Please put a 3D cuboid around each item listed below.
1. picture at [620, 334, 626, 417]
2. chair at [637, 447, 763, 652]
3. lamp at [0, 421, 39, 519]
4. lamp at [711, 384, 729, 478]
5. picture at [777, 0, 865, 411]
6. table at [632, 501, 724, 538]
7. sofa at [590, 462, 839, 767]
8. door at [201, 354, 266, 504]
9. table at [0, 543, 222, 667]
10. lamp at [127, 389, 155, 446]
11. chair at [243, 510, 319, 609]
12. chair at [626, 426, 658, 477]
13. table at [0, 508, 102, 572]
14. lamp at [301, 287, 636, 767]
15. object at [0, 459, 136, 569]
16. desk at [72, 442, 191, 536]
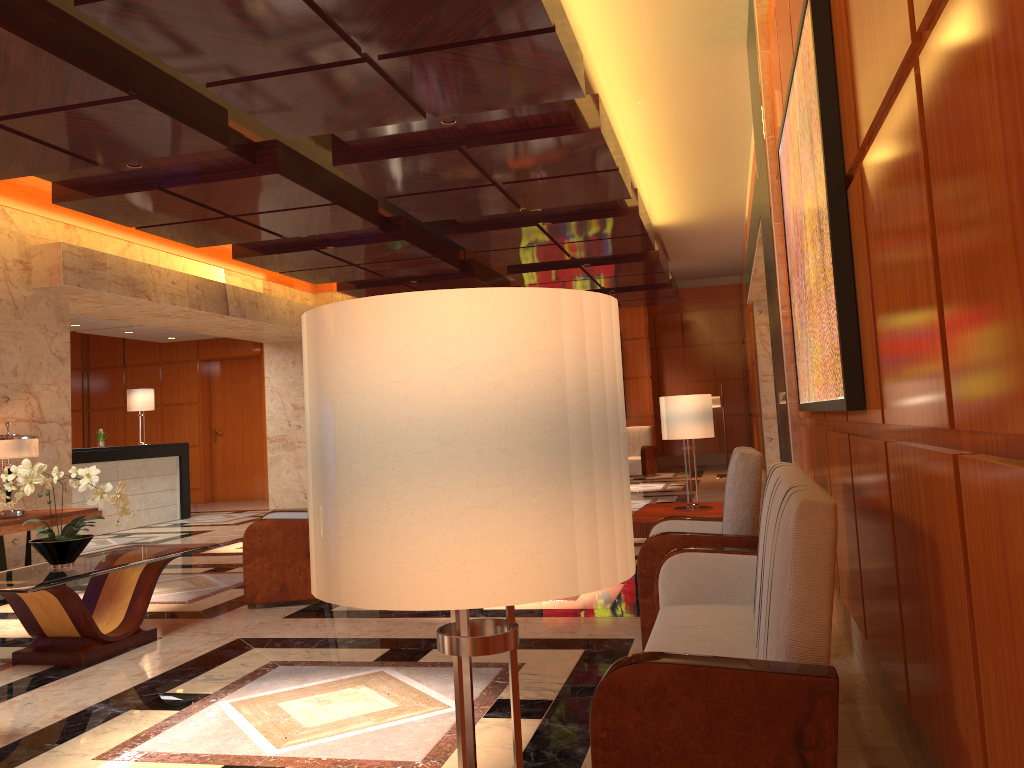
[{"bbox_3d":[1.300,-0.099,18.270,1.995,1.742,0.056,-4,-5,13],"label":"picture"},{"bbox_3d":[0.955,0.812,4.446,0.628,0.964,0.736,-4,-4,12],"label":"chair"},{"bbox_3d":[-4.224,0.715,7.435,0.458,0.812,0.458,-5,-5,23],"label":"lamp"},{"bbox_3d":[3.715,0.828,15.789,0.526,1.666,0.358,-3,-5,3],"label":"lamp"},{"bbox_3d":[1.290,-0.610,3.845,0.056,1.457,1.992,-4,-4,14],"label":"picture"},{"bbox_3d":[1.149,1.074,5.600,0.724,0.536,1.165,-4,-3,17],"label":"table"},{"bbox_3d":[0.682,0.768,2.852,0.612,0.935,1.795,-4,-3,14],"label":"sofa"},{"bbox_3d":[-5.125,0.839,16.536,1.285,2.705,0.339,-4,-5,13],"label":"door"},{"bbox_3d":[-2.422,1.274,5.047,0.722,0.497,1.557,-4,-3,17],"label":"table"},{"bbox_3d":[-5.487,0.492,13.107,0.371,0.823,0.372,-7,-6,38],"label":"lamp"},{"bbox_3d":[-1.574,1.043,6.389,0.629,0.964,0.735,-3,-4,-8],"label":"chair"},{"bbox_3d":[2.381,1.312,17.249,0.736,0.964,0.628,-6,-5,32],"label":"chair"},{"bbox_3d":[-4.219,1.430,7.522,0.725,0.608,1.267,-4,-3,14],"label":"table"},{"bbox_3d":[-2.892,0.706,6.533,0.335,0.737,12.958,-1,-3,-27],"label":"lamp"},{"bbox_3d":[-2.536,0.719,4.993,0.788,0.619,0.416,-3,-4,-9],"label":"object"},{"bbox_3d":[-5.709,1.448,12.193,0.941,1.144,2.920,-4,-3,14],"label":"desk"}]
